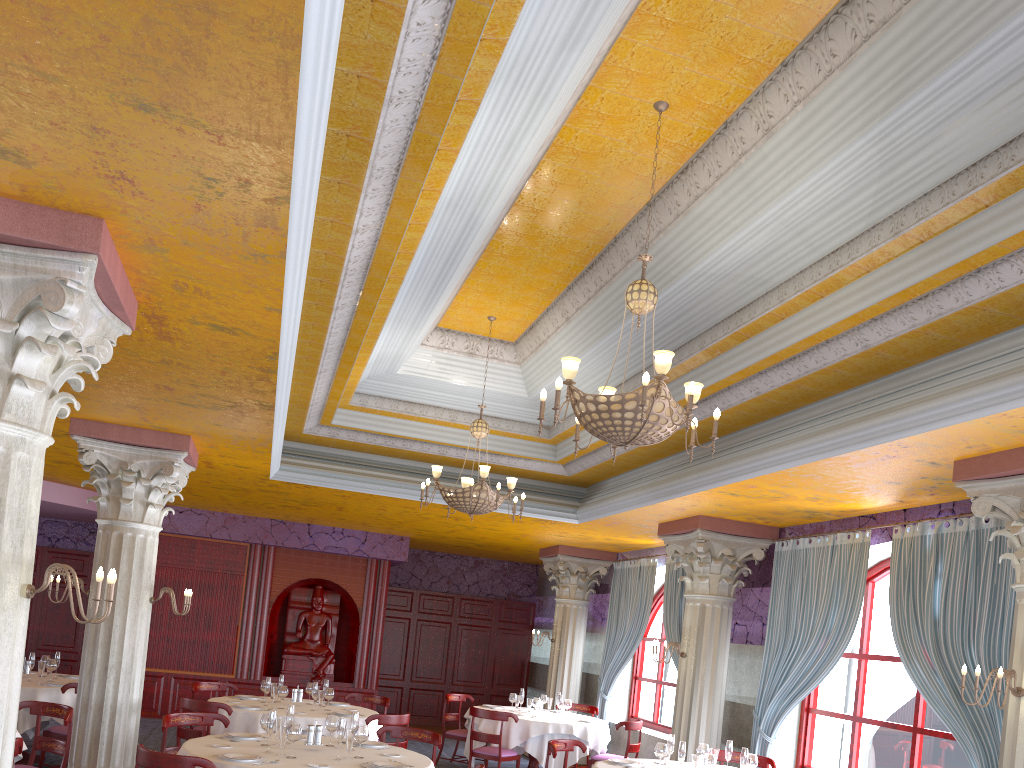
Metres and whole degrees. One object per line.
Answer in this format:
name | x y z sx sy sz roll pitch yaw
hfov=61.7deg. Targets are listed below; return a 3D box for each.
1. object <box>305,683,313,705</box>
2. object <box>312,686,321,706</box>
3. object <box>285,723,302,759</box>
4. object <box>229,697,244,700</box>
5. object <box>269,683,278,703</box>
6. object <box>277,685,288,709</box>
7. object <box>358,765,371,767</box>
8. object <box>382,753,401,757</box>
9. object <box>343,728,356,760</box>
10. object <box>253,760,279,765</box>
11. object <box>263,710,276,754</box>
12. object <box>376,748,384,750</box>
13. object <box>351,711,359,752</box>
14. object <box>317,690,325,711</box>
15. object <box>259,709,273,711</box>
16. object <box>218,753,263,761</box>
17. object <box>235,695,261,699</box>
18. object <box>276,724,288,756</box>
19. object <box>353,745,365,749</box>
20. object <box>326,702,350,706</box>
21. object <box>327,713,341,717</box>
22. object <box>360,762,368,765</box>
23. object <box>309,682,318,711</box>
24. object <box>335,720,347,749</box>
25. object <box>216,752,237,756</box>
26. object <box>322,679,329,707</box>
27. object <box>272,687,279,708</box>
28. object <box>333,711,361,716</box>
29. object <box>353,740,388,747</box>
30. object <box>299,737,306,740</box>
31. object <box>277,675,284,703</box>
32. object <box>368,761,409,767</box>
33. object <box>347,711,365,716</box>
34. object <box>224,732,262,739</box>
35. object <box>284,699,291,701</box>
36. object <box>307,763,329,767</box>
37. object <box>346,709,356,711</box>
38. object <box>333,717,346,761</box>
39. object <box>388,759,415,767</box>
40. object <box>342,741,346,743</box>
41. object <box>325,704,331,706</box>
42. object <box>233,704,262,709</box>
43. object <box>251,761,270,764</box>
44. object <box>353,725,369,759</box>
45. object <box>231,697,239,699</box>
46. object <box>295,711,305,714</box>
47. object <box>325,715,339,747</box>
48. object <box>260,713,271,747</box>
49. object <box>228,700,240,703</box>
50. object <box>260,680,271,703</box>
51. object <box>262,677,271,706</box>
object | -2.477 3.796 10.496 0.124 0.260 0.123 8 -5 -24
object | -2.385 3.798 10.425 0.086 0.233 0.086 7 -3 -13
object | -1.668 2.719 6.524 0.124 0.260 0.123 8 -5 -24
object | -3.293 3.764 10.263 0.256 0.019 0.057 -5 -18 33
object | -2.864 3.700 10.260 0.085 0.233 0.087 5 -3 9
object | -2.604 3.552 9.708 0.124 0.260 0.123 8 -5 -24
object | -1.051 2.872 6.400 0.231 0.013 0.028 -3 -16 29
object | -1.010 3.097 7.146 0.158 0.009 0.165 -1 -18 23
object | -1.284 2.841 6.759 0.085 0.233 0.087 5 -3 9
object | -1.778 2.726 6.171 0.054 0.019 0.267 -3 -19 32
object | -1.874 2.699 6.650 0.075 0.330 0.074 7 -2 -24
object | -1.106 3.183 7.483 0.027 0.013 0.242 -1 -18 28
object | -1.327 2.913 7.187 0.073 0.330 0.075 4 -3 43
object | -2.220 3.674 9.943 0.085 0.233 0.087 5 -3 9
object | -2.714 3.559 9.355 0.054 0.019 0.267 -3 -19 32
object | -1.977 2.724 6.241 0.316 0.023 0.322 10 -17 -15
object | -3.225 3.828 10.463 0.312 0.023 0.327 -1 -18 23
object | -1.763 2.744 6.594 0.085 0.233 0.087 5 -3 9
object | -1.321 3.137 7.399 0.138 0.010 0.031 -4 -18 31
object | -2.192 4.026 10.773 0.321 0.023 0.317 17 -20 -34
object | -1.988 3.705 9.584 0.231 0.013 0.028 -3 -16 29
object | -1.135 2.928 6.616 0.029 0.010 0.144 -3 -18 30
object | -2.269 3.587 9.827 0.073 0.330 0.075 5 -2 21
object | -1.448 2.965 7.241 0.086 0.233 0.086 7 -3 -13
object | -2.128 2.745 6.347 0.027 0.013 0.242 -1 -18 28
object | -2.264 3.746 10.371 0.073 0.330 0.075 5 -2 21
object | -2.699 3.577 9.778 0.087 0.233 0.085 8 -4 -35
object | -1.881 3.755 9.735 0.316 0.023 0.322 10 -17 -15
object | -1.256 3.193 7.590 0.311 0.023 0.327 2 -17 14
object | -1.866 3.129 7.563 0.160 0.009 0.163 10 -17 -15
object | -2.805 3.692 10.378 0.073 0.330 0.075 5 -2 21
object | -0.945 2.922 6.551 0.316 0.023 0.322 10 -17 -15
object | -1.813 3.823 9.935 0.256 0.019 0.057 -5 -18 33
object | -2.288 2.995 7.279 0.321 0.023 0.317 17 -20 -34
object | -2.803 3.962 10.747 0.158 0.009 0.165 -1 -18 23
object | -1.423 2.802 6.287 0.158 0.009 0.165 -1 -18 23
object | -1.947 3.930 10.330 0.160 0.009 0.163 10 -17 -15
object | -1.332 2.754 6.643 0.073 0.330 0.075 5 -2 21
object | -0.876 2.990 6.751 0.256 0.019 0.057 -5 -18 33
object | -1.456 3.195 7.659 0.054 0.019 0.267 -3 -19 32
object | -2.258 3.970 10.582 0.138 0.010 0.031 -4 -18 31
object | -2.914 3.557 9.425 0.316 0.023 0.322 10 -17 -15
object | -1.813 2.736 6.187 0.022 0.003 0.264 -2 -18 27
object | -1.212 2.863 6.853 0.121 0.260 0.125 2 -6 43
object | -3.278 3.785 10.297 0.252 0.003 0.023 -3 -18 28
object | -2.359 3.635 9.471 0.160 0.009 0.163 10 -17 -15
object | -1.540 2.963 7.312 0.122 0.260 0.124 6 -4 -2
object | -1.996 2.820 6.983 0.121 0.260 0.125 2 -6 43
object | -3.216 3.668 9.888 0.158 0.009 0.165 -5 -19 33
object | -2.933 3.653 10.167 0.124 0.260 0.123 8 -5 -24
object | -2.810 3.532 9.834 0.073 0.330 0.075 5 -2 21
